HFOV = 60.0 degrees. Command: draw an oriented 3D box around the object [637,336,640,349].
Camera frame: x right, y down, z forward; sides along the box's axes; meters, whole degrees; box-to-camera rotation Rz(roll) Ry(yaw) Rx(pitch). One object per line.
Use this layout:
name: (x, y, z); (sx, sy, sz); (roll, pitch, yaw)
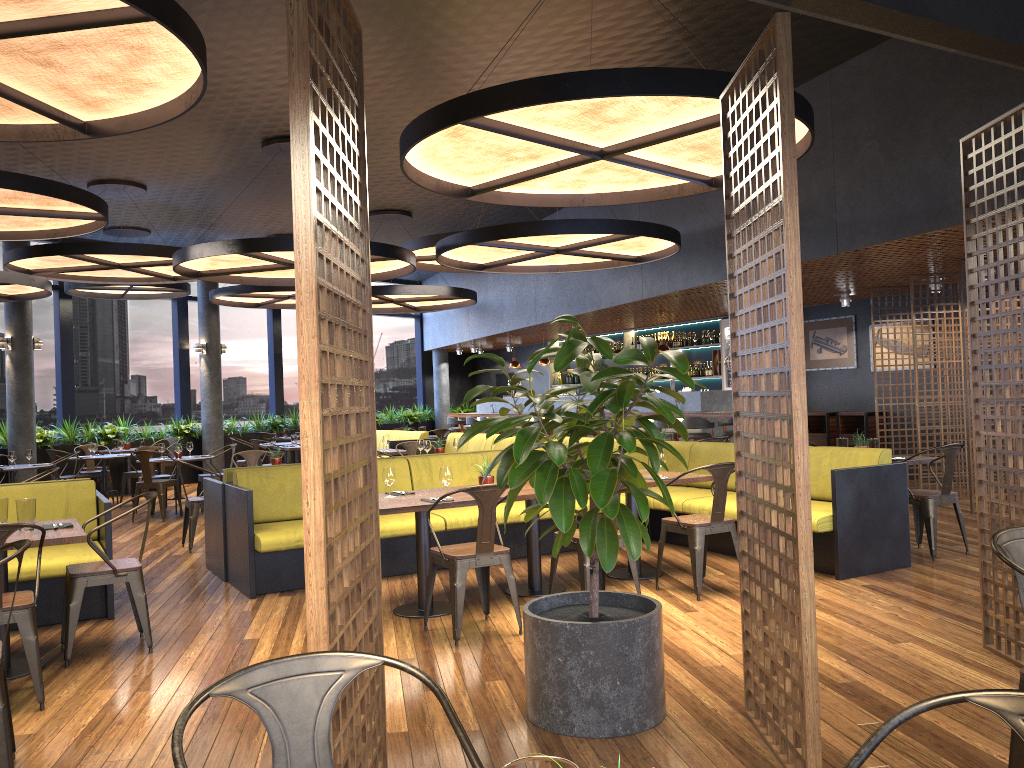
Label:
object: (2.552, -0.804, 17.780); (0.085, 0.310, 0.086); (-2, -1, 4)

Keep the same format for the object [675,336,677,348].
object: (3.112, -0.798, 16.762); (0.056, 0.227, 0.056); (-3, -1, 37)

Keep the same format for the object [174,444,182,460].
object: (-4.413, 0.893, 11.732); (0.097, 0.206, 0.097); (-2, -1, -23)

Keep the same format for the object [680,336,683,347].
object: (3.195, -0.801, 16.739); (0.056, 0.227, 0.056); (-2, -1, -28)

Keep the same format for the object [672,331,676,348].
object: (3.106, -0.847, 17.027); (0.084, 0.330, 0.084); (-2, -1, -23)

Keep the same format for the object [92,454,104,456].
object: (-6.368, 1.089, 13.625); (0.157, 0.019, 0.255); (-1, -1, -43)

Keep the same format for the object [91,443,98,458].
object: (-6.170, 0.980, 13.100); (0.097, 0.206, 0.097); (-3, -1, 29)

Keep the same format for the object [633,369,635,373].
object: (2.490, -0.189, 18.128); (0.063, 0.254, 0.063); (-3, -1, 33)

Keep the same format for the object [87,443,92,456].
object: (-6.390, 0.993, 13.453); (0.097, 0.206, 0.097); (-1, -1, -43)

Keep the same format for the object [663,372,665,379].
object: (2.985, -0.219, 17.335); (0.063, 0.254, 0.063); (-2, -1, -2)

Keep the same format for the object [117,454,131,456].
object: (-5.843, 1.066, 13.370); (0.255, 0.019, 0.157); (-2, -1, 2)

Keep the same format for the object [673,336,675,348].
object: (3.082, -0.796, 16.815); (0.056, 0.227, 0.056); (-2, -1, 22)

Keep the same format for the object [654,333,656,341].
object: (2.796, -0.831, 17.324); (0.084, 0.330, 0.084); (-2, -1, -23)

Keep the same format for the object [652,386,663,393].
object: (2.193, 0.100, 14.700); (0.200, 0.106, 0.766); (-2, -1, -30)

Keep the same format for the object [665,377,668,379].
object: (2.995, -0.221, 17.219); (0.063, 0.254, 0.063); (-3, -1, 33)

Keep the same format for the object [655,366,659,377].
object: (2.821, -0.214, 17.260); (0.063, 0.254, 0.063); (-1, -1, -37)

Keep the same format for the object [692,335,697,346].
object: (3.365, -0.805, 16.319); (0.097, 0.206, 0.097); (-3, -1, 29)

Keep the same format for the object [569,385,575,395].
object: (1.123, 0.118, 16.575); (0.105, 0.209, 0.105); (-2, -1, 5)

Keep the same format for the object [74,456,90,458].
object: (-6.340, 1.080, 13.087); (0.157, 0.019, 0.255); (-3, -1, 37)

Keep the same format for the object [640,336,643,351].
object: (2.595, -0.807, 17.698); (0.085, 0.310, 0.086); (-2, -1, -2)

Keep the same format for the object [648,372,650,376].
object: (2.742, -0.204, 17.694); (0.063, 0.254, 0.063); (-2, -1, 18)

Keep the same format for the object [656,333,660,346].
object: (2.843, -0.834, 17.243); (0.084, 0.330, 0.084); (-2, -1, -23)

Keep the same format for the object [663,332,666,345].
object: (2.935, -0.840, 17.071); (0.084, 0.330, 0.084); (-2, -1, -23)

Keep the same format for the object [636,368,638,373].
object: (2.518, -0.194, 17.850); (0.063, 0.254, 0.063); (-3, -1, 33)

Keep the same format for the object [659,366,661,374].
object: (2.905, -0.216, 17.309); (0.063, 0.254, 0.063); (-2, -1, -2)

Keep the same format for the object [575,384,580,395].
object: (1.220, 0.115, 16.638); (0.105, 0.209, 0.105); (-2, -1, 5)

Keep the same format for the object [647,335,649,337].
object: (2.693, -0.813, 17.530); (0.085, 0.310, 0.086); (-2, -1, 4)

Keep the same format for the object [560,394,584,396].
object: (1.135, 0.215, 16.720); (0.273, 0.019, 0.437); (-2, -1, -30)

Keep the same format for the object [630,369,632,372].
object: (2.429, -0.187, 18.068); (0.063, 0.254, 0.063); (-2, -1, 13)

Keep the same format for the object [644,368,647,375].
object: (2.677, -0.201, 17.793); (0.063, 0.254, 0.063); (-3, -1, 33)

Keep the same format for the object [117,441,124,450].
object: (-5.957, 0.978, 13.507); (0.097, 0.206, 0.097); (-2, -1, -25)

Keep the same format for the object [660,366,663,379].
object: (2.897, -0.218, 17.174); (0.063, 0.254, 0.063); (-2, -1, -22)

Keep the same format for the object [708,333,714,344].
object: (3.586, -0.818, 15.963); (0.097, 0.206, 0.097); (-3, -1, 29)

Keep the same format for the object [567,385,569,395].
object: (1.104, 0.122, 16.835); (0.105, 0.209, 0.105); (-2, -1, 5)

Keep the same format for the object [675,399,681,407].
object: (2.541, 0.324, 13.683); (0.114, 0.203, 0.069); (-2, -1, 5)

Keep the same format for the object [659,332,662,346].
object: (2.888, -0.837, 17.162); (0.084, 0.330, 0.084); (-2, -1, -23)

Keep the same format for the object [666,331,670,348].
object: (2.985, -0.843, 16.988); (0.084, 0.330, 0.084); (-2, -1, -23)

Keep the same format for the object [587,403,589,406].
object: (1.350, 0.400, 15.774); (0.069, 0.203, 0.114); (-1, -1, -40)

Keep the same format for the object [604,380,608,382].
object: (1.994, -0.092, 18.882); (0.084, 0.119, 0.084); (-2, -1, 15)

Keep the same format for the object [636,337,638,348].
object: (2.548, -0.801, 17.970); (0.085, 0.310, 0.086); (-2, -1, -15)

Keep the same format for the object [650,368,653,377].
object: (2.762, -0.194, 17.487); (0.088, 0.224, 0.088); (-3, -1, 30)

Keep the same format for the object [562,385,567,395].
object: (1.004, 0.126, 16.792); (0.105, 0.209, 0.105); (-2, -1, 5)

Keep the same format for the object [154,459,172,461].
object: (-4.563, 0.992, 11.649); (0.157, 0.019, 0.255); (-2, -1, 13)

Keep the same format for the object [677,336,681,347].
object: (3.142, -0.800, 16.708); (0.056, 0.227, 0.056); (-1, -1, -43)

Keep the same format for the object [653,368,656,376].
object: (2.815, -0.197, 17.394); (0.088, 0.224, 0.088); (-2, -1, -15)

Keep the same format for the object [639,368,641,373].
object: (2.567, -0.197, 17.762); (0.063, 0.254, 0.063); (-2, -1, 8)

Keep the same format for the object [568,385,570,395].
object: (1.106, 0.121, 16.712); (0.105, 0.209, 0.105); (-2, -1, 5)

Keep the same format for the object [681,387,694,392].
object: (2.717, 0.073, 13.734); (0.177, 0.091, 0.091); (-3, -1, 35)

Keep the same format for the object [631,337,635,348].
object: (2.452, -0.798, 17.948); (0.085, 0.310, 0.086); (-2, -1, -2)

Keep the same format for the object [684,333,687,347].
object: (3.232, -0.820, 16.527); (0.063, 0.254, 0.063); (-2, -1, -32)

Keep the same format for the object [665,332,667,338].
object: (2.984, -0.840, 17.175); (0.084, 0.330, 0.084); (-2, -1, -23)
